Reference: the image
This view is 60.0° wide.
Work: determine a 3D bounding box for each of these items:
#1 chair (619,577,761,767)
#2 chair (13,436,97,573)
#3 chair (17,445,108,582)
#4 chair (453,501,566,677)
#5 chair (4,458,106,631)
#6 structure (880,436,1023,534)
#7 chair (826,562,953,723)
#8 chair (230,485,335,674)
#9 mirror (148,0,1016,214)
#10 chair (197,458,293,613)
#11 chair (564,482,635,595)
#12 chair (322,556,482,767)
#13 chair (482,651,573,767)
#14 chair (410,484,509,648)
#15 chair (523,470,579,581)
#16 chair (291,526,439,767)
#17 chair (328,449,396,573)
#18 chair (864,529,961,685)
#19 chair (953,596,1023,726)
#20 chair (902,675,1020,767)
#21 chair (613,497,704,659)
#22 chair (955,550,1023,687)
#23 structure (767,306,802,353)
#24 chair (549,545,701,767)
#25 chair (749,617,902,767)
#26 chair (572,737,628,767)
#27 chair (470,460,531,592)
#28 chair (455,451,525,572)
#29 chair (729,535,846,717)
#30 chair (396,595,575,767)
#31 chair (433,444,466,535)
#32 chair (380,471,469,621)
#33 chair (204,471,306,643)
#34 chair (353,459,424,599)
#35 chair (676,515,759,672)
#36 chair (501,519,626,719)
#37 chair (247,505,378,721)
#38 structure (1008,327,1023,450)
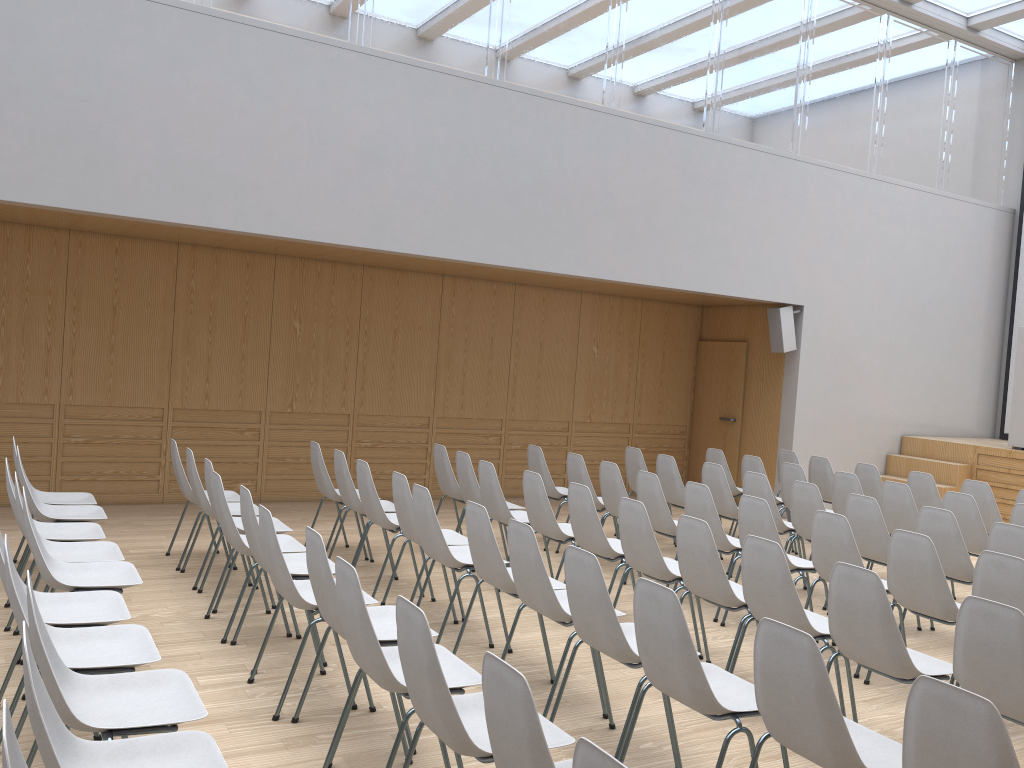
[{"bbox_3d":[0.685,1.136,3.206,0.505,0.876,0.479,3,2,-30],"label":"chair"},{"bbox_3d":[-3.040,0.793,5.877,0.505,0.876,0.479,3,2,-30],"label":"chair"},{"bbox_3d":[-2.777,0.824,5.451,0.505,0.876,0.479,3,2,-30],"label":"chair"},{"bbox_3d":[0.004,1.048,4.604,0.505,0.876,0.479,3,2,-30],"label":"chair"},{"bbox_3d":[-2.551,0.855,4.936,0.505,0.876,0.479,3,2,-30],"label":"chair"},{"bbox_3d":[6.991,1.386,8.594,2.728,1.027,6.550,3,2,-30],"label":"structure"},{"bbox_3d":[1.582,1.186,3.732,0.505,0.876,0.479,3,2,-30],"label":"chair"},{"bbox_3d":[-1.154,0.965,4.583,0.505,0.876,0.479,3,2,-30],"label":"chair"},{"bbox_3d":[-0.901,-3.788,7.654,17.828,2.090,0.253,3,2,-30],"label":"mirror"},{"bbox_3d":[-1.650,0.904,5.491,0.505,0.876,0.479,3,2,-30],"label":"chair"},{"bbox_3d":[0.598,1.063,5.599,0.505,0.876,0.479,3,2,-30],"label":"chair"},{"bbox_3d":[-0.390,1.059,3.200,0.505,0.876,0.479,3,2,-30],"label":"chair"},{"bbox_3d":[0.168,1.125,2.296,0.505,0.876,0.479,3,2,-30],"label":"chair"},{"bbox_3d":[-0.321,1.012,5.057,0.505,0.876,0.479,3,2,-30],"label":"chair"},{"bbox_3d":[0.319,1.031,6.033,0.505,0.876,0.479,3,2,-30],"label":"chair"},{"bbox_3d":[-0.607,1.030,3.678,0.505,0.876,0.479,3,2,-30],"label":"chair"},{"bbox_3d":[-1.047,0.921,6.450,0.505,0.876,0.479,3,2,-30],"label":"chair"},{"bbox_3d":[2.236,1.207,4.684,0.505,0.876,0.479,3,2,-30],"label":"chair"},{"bbox_3d":[1.899,1.222,3.293,0.505,0.876,0.479,3,2,-30],"label":"chair"},{"bbox_3d":[1.294,1.204,2.357,0.505,0.876,0.479,3,2,-30],"label":"chair"},{"bbox_3d":[0.859,1.096,5.120,0.505,0.876,0.479,3,2,-30],"label":"chair"},{"bbox_3d":[2.463,1.236,4.247,0.505,0.876,0.479,3,2,-30],"label":"chair"},{"bbox_3d":[3.107,-0.627,10.159,0.368,0.542,0.196,3,2,-30],"label":"structure"},{"bbox_3d":[0.463,1.107,3.679,0.505,0.876,0.479,3,2,-30],"label":"chair"},{"bbox_3d":[1.011,1.171,2.799,0.505,0.876,0.479,3,2,-30],"label":"chair"},{"bbox_3d":[0.370,1.152,1.823,0.505,0.876,0.479,3,2,-30],"label":"chair"},{"bbox_3d":[0.002,0.997,6.425,0.505,0.876,0.479,3,2,-30],"label":"chair"},{"bbox_3d":[-0.194,0.969,6.935,0.505,0.876,0.479,3,2,-30],"label":"chair"},{"bbox_3d":[1.336,1.155,4.207,0.505,0.876,0.479,3,2,-30],"label":"chair"},{"bbox_3d":[-0.114,1.091,2.755,0.505,0.876,0.479,3,2,-30],"label":"chair"},{"bbox_3d":[-0.405,0.942,7.362,0.505,0.876,0.479,3,2,-30],"label":"chair"},{"bbox_3d":[-0.497,0.987,5.505,0.505,0.876,0.479,3,2,-30],"label":"chair"},{"bbox_3d":[-1.433,0.934,4.991,0.505,0.876,0.479,3,2,-30],"label":"chair"},{"bbox_3d":[-0.802,0.952,5.984,0.505,0.876,0.479,3,2,-30],"label":"chair"},{"bbox_3d":[1.108,1.127,4.646,0.505,0.876,0.479,3,2,-30],"label":"chair"},{"bbox_3d":[0.224,1.076,4.181,0.505,0.876,0.479,3,2,-30],"label":"chair"},{"bbox_3d":[-0.914,0.997,4.079,0.505,0.876,0.479,3,2,-30],"label":"chair"},{"bbox_3d":[6.063,0.076,9.895,0.605,1.379,0.605,3,2,-30],"label":"structure"}]
